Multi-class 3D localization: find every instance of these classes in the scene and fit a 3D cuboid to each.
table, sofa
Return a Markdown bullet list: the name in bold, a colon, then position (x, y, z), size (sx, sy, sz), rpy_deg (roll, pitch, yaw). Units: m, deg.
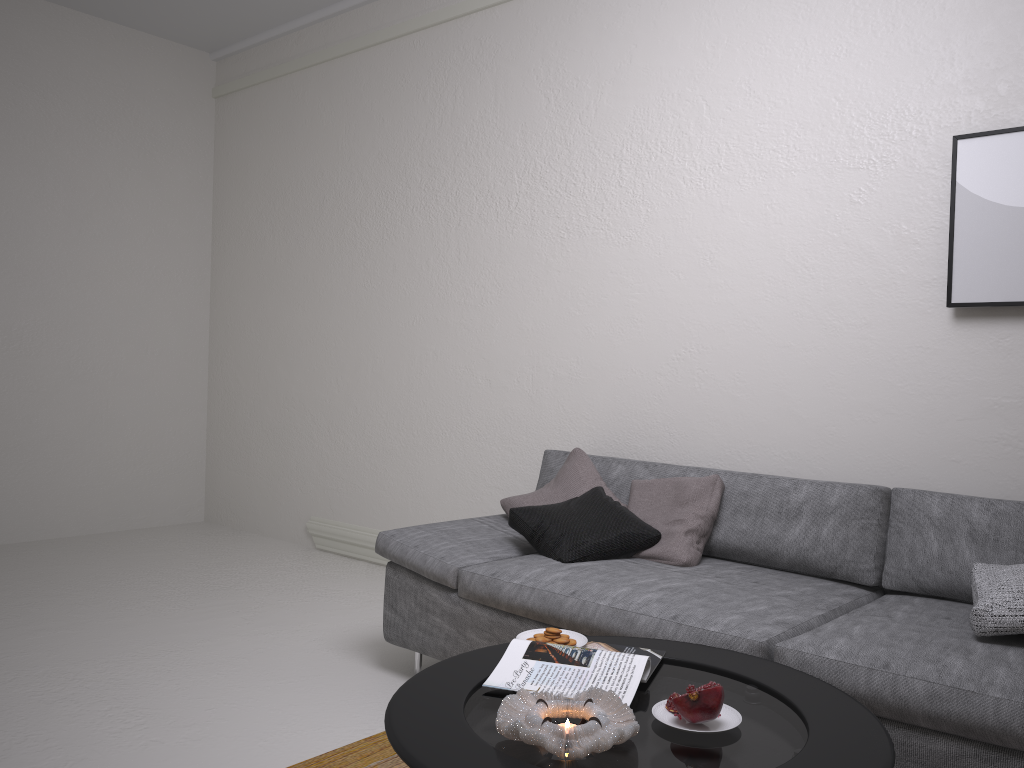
- **table**: position (0.227, 0.847, 1.713), size (0.926, 0.449, 0.962), rpy_deg (2, 1, 38)
- **sofa**: position (0.991, 0.708, 2.625), size (2.996, 0.772, 1.124), rpy_deg (2, 1, 41)

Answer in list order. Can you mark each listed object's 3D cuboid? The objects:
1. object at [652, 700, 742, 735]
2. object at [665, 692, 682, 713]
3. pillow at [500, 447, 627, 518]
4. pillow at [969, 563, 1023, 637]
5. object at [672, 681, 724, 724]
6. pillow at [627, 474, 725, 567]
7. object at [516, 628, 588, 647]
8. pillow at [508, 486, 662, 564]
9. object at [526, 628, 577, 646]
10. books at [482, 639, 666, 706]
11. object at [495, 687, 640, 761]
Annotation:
- **object**: position (0.347, 0.628, 1.668), size (0.168, 0.015, 0.167), rpy_deg (2, 1, -4)
- **object**: position (0.316, 0.613, 1.712), size (0.036, 0.036, 0.043), rpy_deg (1, 1, -40)
- **pillow**: position (0.201, 0.481, 3.469), size (0.358, 0.448, 0.471), rpy_deg (1, 1, -28)
- **pillow**: position (1.391, 0.563, 2.256), size (0.398, 0.194, 0.412), rpy_deg (2, 1, 27)
- **object**: position (0.354, 0.593, 1.657), size (0.111, 0.082, 0.087), rpy_deg (2, 1, -15)
- **pillow**: position (0.536, 0.476, 3.202), size (0.414, 0.318, 0.344), rpy_deg (2, 1, 41)
- **object**: position (0.093, 0.603, 2.071), size (0.165, 0.015, 0.170), rpy_deg (2, 1, 23)
- **pillow**: position (0.254, 0.525, 3.158), size (0.428, 0.268, 0.395), rpy_deg (1, 1, -29)
- **object**: position (0.092, 0.590, 2.073), size (0.119, 0.036, 0.120), rpy_deg (2, 1, 2)
- **books**: position (0.148, 0.594, 1.923), size (0.301, 0.048, 0.377), rpy_deg (2, 1, 20)
- **object**: position (0.099, 0.598, 1.573), size (0.258, 0.062, 0.249), rpy_deg (1, 1, -42)
